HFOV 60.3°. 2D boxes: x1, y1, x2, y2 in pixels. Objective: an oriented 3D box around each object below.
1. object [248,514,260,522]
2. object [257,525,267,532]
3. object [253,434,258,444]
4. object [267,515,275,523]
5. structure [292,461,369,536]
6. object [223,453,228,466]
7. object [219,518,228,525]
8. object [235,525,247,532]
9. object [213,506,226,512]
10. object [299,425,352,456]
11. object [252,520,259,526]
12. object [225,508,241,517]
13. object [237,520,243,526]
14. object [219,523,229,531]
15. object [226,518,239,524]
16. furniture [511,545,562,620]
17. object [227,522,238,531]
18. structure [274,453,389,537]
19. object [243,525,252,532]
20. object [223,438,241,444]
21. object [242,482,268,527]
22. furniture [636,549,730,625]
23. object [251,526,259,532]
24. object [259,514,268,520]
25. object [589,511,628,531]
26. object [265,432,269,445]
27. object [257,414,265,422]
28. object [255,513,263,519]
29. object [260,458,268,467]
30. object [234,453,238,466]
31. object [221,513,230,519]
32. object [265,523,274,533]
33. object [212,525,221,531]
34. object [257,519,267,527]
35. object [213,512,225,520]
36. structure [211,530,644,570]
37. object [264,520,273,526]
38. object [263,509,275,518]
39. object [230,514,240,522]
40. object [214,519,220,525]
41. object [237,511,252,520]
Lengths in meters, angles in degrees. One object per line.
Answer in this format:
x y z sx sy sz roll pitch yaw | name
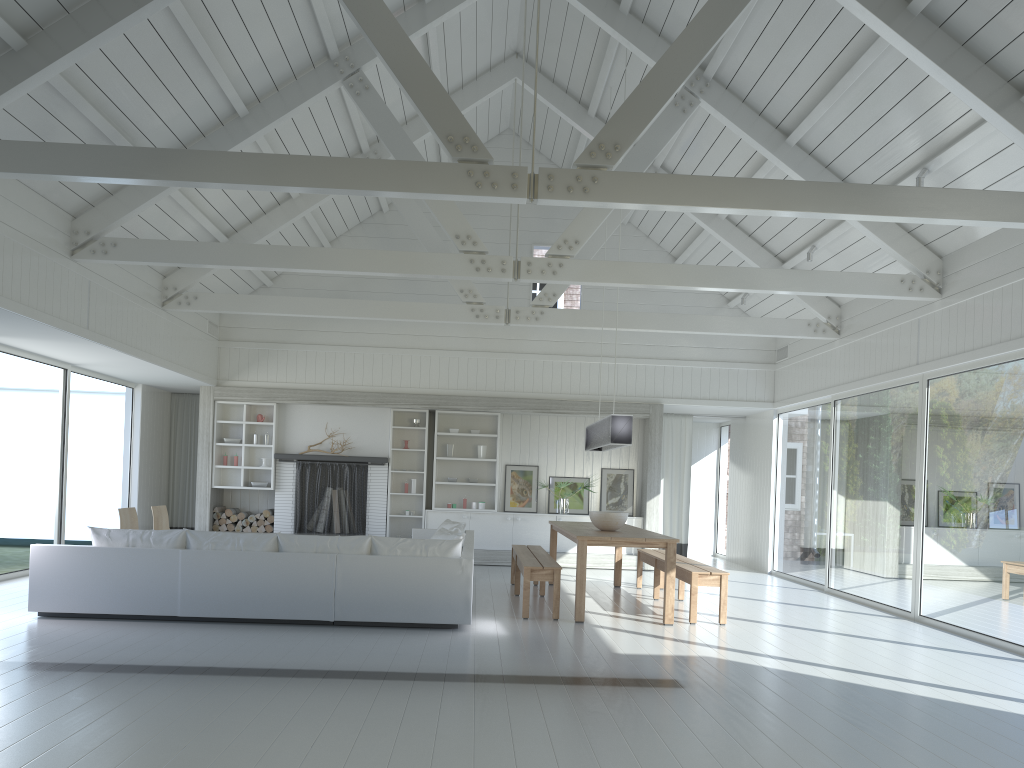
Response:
-3.754 1.959 12.902 0.109 0.109 0.496 2 -6 -4 | object
-3.614 2.120 12.924 0.134 0.146 0.550 2 -6 -2 | object
-3.696 0.777 12.708 0.054 0.196 0.054 2 -1 -1 | object
-3.483 1.973 12.913 0.109 0.109 0.496 2 -6 -4 | object
-2.600 1.642 12.618 1.098 1.063 0.116 2 0 -3 | structure
-4.125 1.080 12.691 0.054 0.196 0.054 2 -1 -1 | object
-4.167 2.005 12.885 0.109 0.109 0.496 2 -6 -4 | object
-3.939 2.091 12.902 0.105 0.115 0.519 2 -6 -3 | object
-4.262 1.825 12.868 0.080 0.080 0.480 2 -6 -4 | object
-2.590 0.788 12.614 0.785 0.502 0.457 5 -4 -32 | object
-3.710 2.027 12.890 0.080 0.080 0.480 2 -6 -4 | object
-4.078 1.875 12.889 0.110 0.111 0.496 2 -6 -4 | object
-3.923 2.018 12.882 0.080 0.080 0.480 2 -6 -4 | object
-4.156 2.097 12.901 0.134 0.146 0.550 2 -6 -2 | object
-4.074 1.999 12.882 0.080 0.079 0.480 2 -6 -4 | object
0.213 2.001 9.131 0.340 0.470 2.691 2 -6 -2 | furniture
-4.052 2.085 12.890 0.110 0.111 0.496 2 -6 -4 | object
-2.617 1.704 12.973 1.616 1.286 0.861 2 -2 -2 | structure
-3.813 2.130 12.915 0.134 0.146 0.550 2 -6 -2 | object
-4.034 0.827 12.710 0.242 0.072 0.243 4 -6 -17 | object
-3.755 1.751 12.866 0.341 0.643 0.613 3 -3 -17 | object
1.709 2.063 9.192 0.340 0.470 2.691 2 -6 -2 | furniture
-3.715 2.120 12.911 0.108 0.106 0.516 2 -6 -4 | object
-3.609 1.935 12.895 0.080 0.080 0.480 2 -6 -4 | object
0.956 1.363 8.742 0.389 0.185 0.391 3 -5 -11 | object
-3.531 0.784 12.715 0.054 0.196 0.054 2 -1 -1 | object
-3.624 0.494 12.702 0.231 0.127 0.059 -2 -4 42 | object
-3.672 1.922 12.892 0.086 0.091 0.481 2 -6 -4 | object
-3.571 1.135 12.711 0.137 0.130 0.137 3 -4 -15 | object
-3.973 1.086 12.697 0.054 0.196 0.054 2 -1 -1 | object
-4.152 1.913 12.872 0.080 0.080 0.480 2 -6 -4 | object
-3.509 2.107 12.912 0.110 0.111 0.496 2 -6 -4 | object
-4.258 2.098 12.889 0.108 0.106 0.516 2 -6 -4 | object
-3.625 2.027 12.907 0.109 0.109 0.496 2 -6 -4 | object
-4.249 1.917 12.881 0.109 0.109 0.496 2 -6 -4 | object
-1.287 2.463 13.325 6.349 0.346 1.889 2 -6 -2 | structure
-3.532 2.021 12.904 0.080 0.079 0.480 2 -6 -4 | object
-3.543 1.890 12.911 0.110 0.111 0.496 2 -6 -4 | object
-4.011 1.956 12.891 0.109 0.109 0.496 2 -6 -4 | object
-4.253 2.004 12.868 0.080 0.080 0.480 2 -6 -4 | object
-3.906 1.926 12.895 0.109 0.109 0.496 2 -6 -4 | object
